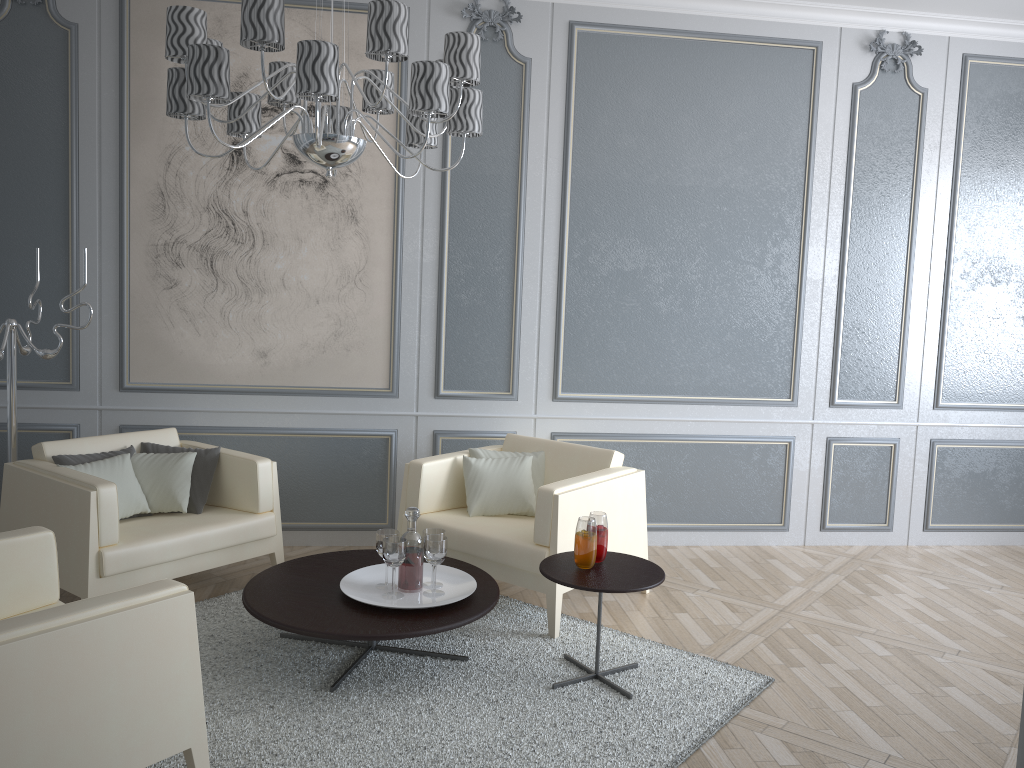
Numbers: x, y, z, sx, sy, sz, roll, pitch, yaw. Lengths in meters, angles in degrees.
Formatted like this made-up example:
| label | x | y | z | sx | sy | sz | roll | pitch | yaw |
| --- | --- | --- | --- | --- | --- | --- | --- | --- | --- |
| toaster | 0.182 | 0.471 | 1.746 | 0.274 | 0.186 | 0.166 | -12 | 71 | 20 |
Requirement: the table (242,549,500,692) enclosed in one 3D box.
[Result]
| label | x | y | z | sx | sy | sz | roll | pitch | yaw |
| --- | --- | --- | --- | --- | --- | --- | --- | --- | --- |
| table | -0.488 | 0.825 | 3.113 | 0.882 | 0.238 | 0.884 | 1 | 6 | -10 |

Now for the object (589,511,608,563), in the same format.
| label | x | y | z | sx | sy | sz | roll | pitch | yaw |
| --- | --- | --- | --- | --- | --- | --- | --- | --- | --- |
| object | 0.287 | 0.518 | 2.999 | 0.075 | 0.165 | 0.075 | 7 | 7 | 41 |

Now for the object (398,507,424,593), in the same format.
| label | x | y | z | sx | sy | sz | roll | pitch | yaw |
| --- | --- | --- | --- | --- | --- | --- | --- | --- | --- |
| object | -0.347 | 0.567 | 3.060 | 0.086 | 0.290 | 0.086 | 4 | 5 | 13 |

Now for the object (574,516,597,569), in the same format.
| label | x | y | z | sx | sy | sz | roll | pitch | yaw |
| --- | --- | --- | --- | --- | --- | --- | --- | --- | --- |
| object | 0.243 | 0.525 | 2.925 | 0.075 | 0.165 | 0.075 | 0 | 6 | -19 |

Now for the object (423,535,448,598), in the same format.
| label | x | y | z | sx | sy | sz | roll | pitch | yaw |
| --- | --- | --- | --- | --- | --- | --- | --- | --- | --- |
| object | -0.263 | 0.621 | 3.027 | 0.080 | 0.196 | 0.080 | 0 | 6 | -25 |

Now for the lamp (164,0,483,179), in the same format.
| label | x | y | z | sx | sy | sz | roll | pitch | yaw |
| --- | --- | --- | --- | --- | --- | --- | --- | --- | --- |
| lamp | -0.575 | -1.222 | 2.813 | 0.976 | 1.118 | 0.978 | 0 | 6 | -20 |

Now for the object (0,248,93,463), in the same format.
| label | x | y | z | sx | sy | sz | roll | pitch | yaw |
| --- | --- | --- | --- | --- | --- | --- | --- | --- | --- |
| object | -2.035 | 0.132 | 3.611 | 0.447 | 1.384 | 0.447 | 6 | 7 | 37 |

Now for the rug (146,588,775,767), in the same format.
| label | x | y | z | sx | sy | sz | roll | pitch | yaw |
| --- | --- | --- | --- | --- | --- | --- | --- | --- | --- |
| rug | -0.510 | 0.970 | 2.821 | 2.002 | 0.010 | 2.002 | 7 | 8 | 37 |

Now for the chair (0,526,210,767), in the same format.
| label | x | y | z | sx | sy | sz | roll | pitch | yaw |
| --- | --- | --- | --- | --- | --- | --- | --- | --- | --- |
| chair | -1.281 | 0.708 | 2.125 | 0.856 | 0.620 | 0.737 | 7 | 7 | 37 |

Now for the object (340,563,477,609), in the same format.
| label | x | y | z | sx | sy | sz | roll | pitch | yaw |
| --- | --- | --- | --- | --- | --- | --- | --- | --- | --- |
| object | -0.356 | 0.701 | 3.061 | 0.468 | 0.028 | 0.469 | 3 | 6 | 4 |

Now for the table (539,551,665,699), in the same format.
| label | x | y | z | sx | sy | sz | roll | pitch | yaw |
| --- | --- | --- | --- | --- | --- | --- | --- | --- | --- |
| table | 0.289 | 0.801 | 2.945 | 0.414 | 0.384 | 0.414 | 7 | 7 | 39 |

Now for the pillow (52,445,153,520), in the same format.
| label | x | y | z | sx | sy | sz | roll | pitch | yaw |
| --- | --- | --- | --- | --- | --- | --- | --- | --- | --- |
| pillow | -1.633 | 0.409 | 3.539 | 0.184 | 0.276 | 0.351 | 7 | 7 | 38 |

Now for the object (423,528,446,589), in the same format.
| label | x | y | z | sx | sy | sz | roll | pitch | yaw |
| --- | --- | --- | --- | --- | --- | --- | --- | --- | --- |
| object | -0.276 | 0.612 | 3.109 | 0.080 | 0.196 | 0.080 | 0 | 6 | -25 |

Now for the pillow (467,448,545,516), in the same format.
| label | x | y | z | sx | sy | sz | roll | pitch | yaw |
| --- | --- | --- | --- | --- | --- | --- | --- | --- | --- |
| pillow | -0.023 | 0.433 | 3.912 | 0.351 | 0.276 | 0.184 | 2 | 6 | -2 |

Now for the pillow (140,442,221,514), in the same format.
| label | x | y | z | sx | sy | sz | roll | pitch | yaw |
| --- | --- | --- | --- | --- | --- | --- | --- | --- | --- |
| pillow | -1.420 | 0.398 | 3.712 | 0.351 | 0.276 | 0.184 | 3 | 6 | 8 |

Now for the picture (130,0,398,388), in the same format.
| label | x | y | z | sx | sy | sz | roll | pitch | yaw |
| --- | --- | --- | --- | --- | --- | --- | --- | --- | --- |
| picture | -1.158 | -0.864 | 4.149 | 1.199 | 1.748 | 0.001 | 2 | 5 | -8 |

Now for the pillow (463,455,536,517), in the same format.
| label | x | y | z | sx | sy | sz | roll | pitch | yaw |
| --- | --- | --- | --- | --- | --- | --- | --- | --- | --- |
| pillow | -0.054 | 0.440 | 3.829 | 0.312 | 0.245 | 0.164 | 1 | 6 | -14 |

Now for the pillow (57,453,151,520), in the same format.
| label | x | y | z | sx | sy | sz | roll | pitch | yaw |
| --- | --- | --- | --- | --- | --- | --- | --- | --- | --- |
| pillow | -1.590 | 0.418 | 3.462 | 0.163 | 0.245 | 0.312 | 5 | 6 | 26 |

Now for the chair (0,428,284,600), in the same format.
| label | x | y | z | sx | sy | sz | roll | pitch | yaw |
| --- | --- | --- | --- | --- | --- | --- | --- | --- | --- |
| chair | -1.480 | 0.543 | 3.577 | 0.738 | 0.620 | 0.855 | 7 | 7 | 37 |

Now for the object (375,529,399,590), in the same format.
| label | x | y | z | sx | sy | sz | roll | pitch | yaw |
| --- | --- | --- | --- | --- | --- | --- | --- | --- | --- |
| object | -0.434 | 0.609 | 3.078 | 0.080 | 0.196 | 0.080 | 0 | 6 | -25 |

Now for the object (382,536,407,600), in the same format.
| label | x | y | z | sx | sy | sz | roll | pitch | yaw |
| --- | --- | --- | --- | --- | --- | --- | --- | --- | --- |
| object | -0.398 | 0.620 | 2.987 | 0.080 | 0.196 | 0.080 | 2 | 5 | -5 |

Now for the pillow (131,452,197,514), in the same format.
| label | x | y | z | sx | sy | sz | roll | pitch | yaw |
| --- | --- | --- | --- | --- | --- | --- | --- | --- | --- |
| pillow | -1.465 | 0.404 | 3.636 | 0.312 | 0.245 | 0.164 | 2 | 6 | -4 |

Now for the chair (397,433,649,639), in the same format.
| label | x | y | z | sx | sy | sz | roll | pitch | yaw |
| --- | --- | --- | --- | --- | --- | --- | --- | --- | --- |
| chair | 0.048 | 0.580 | 3.791 | 0.856 | 0.620 | 0.737 | 7 | 7 | 37 |
